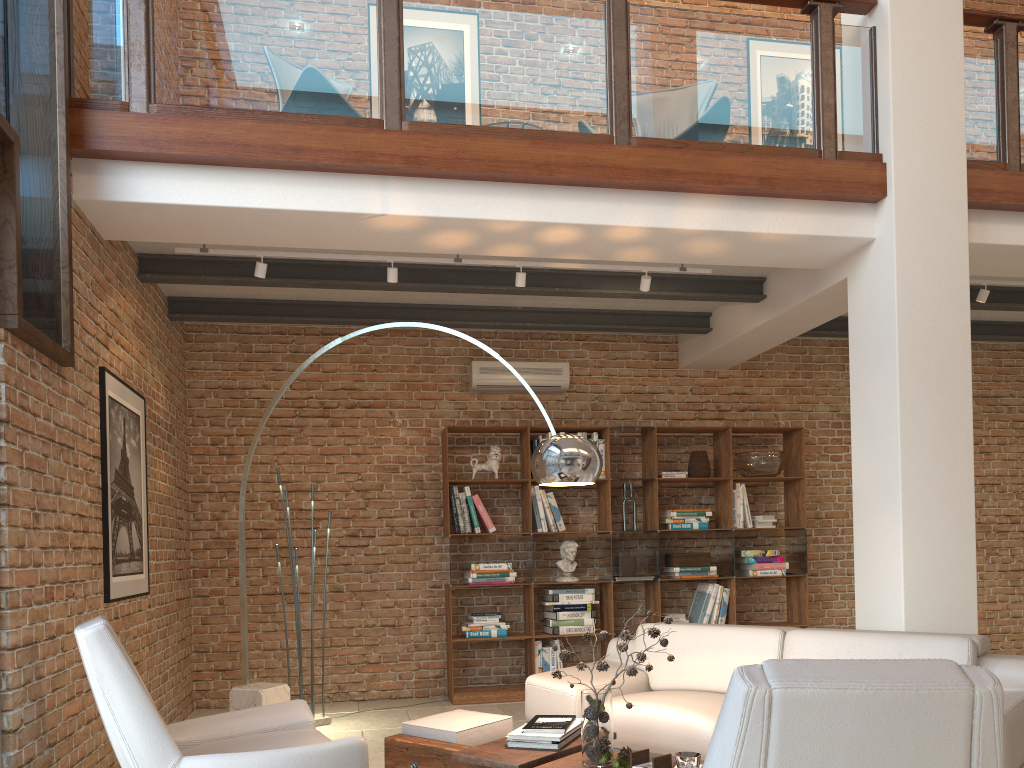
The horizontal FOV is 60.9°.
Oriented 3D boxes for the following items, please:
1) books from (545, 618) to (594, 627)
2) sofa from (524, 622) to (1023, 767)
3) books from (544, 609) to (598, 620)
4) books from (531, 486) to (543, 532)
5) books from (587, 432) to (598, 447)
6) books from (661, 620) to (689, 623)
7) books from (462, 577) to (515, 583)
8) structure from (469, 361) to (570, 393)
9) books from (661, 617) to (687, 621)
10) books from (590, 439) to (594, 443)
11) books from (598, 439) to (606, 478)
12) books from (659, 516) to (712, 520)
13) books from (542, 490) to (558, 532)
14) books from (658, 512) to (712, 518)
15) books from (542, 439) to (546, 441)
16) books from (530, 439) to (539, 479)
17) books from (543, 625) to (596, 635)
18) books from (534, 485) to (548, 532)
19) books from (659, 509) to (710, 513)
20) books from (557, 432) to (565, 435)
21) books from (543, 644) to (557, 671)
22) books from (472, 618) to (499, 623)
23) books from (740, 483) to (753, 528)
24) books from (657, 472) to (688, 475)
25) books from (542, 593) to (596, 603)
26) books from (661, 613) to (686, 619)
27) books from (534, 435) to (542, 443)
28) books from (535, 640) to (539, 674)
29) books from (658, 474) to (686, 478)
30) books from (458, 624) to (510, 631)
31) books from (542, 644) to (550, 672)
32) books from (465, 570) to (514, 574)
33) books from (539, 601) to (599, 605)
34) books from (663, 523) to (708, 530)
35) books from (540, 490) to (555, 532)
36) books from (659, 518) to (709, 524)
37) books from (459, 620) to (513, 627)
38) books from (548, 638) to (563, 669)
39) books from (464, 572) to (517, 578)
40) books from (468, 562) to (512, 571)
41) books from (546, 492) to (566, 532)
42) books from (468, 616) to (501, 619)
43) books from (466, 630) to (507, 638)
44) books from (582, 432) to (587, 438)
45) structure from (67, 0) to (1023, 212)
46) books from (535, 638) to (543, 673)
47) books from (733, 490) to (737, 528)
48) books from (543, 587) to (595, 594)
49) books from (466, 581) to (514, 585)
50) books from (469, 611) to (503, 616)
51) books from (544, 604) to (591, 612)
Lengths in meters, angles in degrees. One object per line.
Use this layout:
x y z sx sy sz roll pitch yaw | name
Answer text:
0.464 1.954 7.176 0.362 0.055 0.287 0 -10 -9 | books
1.300 1.638 4.416 2.351 0.746 1.152 -9 -11 39 | sofa
0.477 1.891 7.163 0.380 0.063 0.248 3 -11 -24 | books
0.170 1.029 7.138 0.101 0.379 0.246 -1 -3 -11 | books
0.666 0.607 7.223 0.036 0.379 0.246 -1 -3 -11 | books
1.365 2.000 7.366 0.171 0.018 0.240 2 -11 -18 | books
-0.191 1.578 7.040 0.380 0.036 0.248 2 -11 -16 | books
0.059 -0.056 7.228 0.812 0.217 0.203 1 -5 -11 | structure
1.347 1.980 7.352 0.162 0.017 0.256 1 -11 -11 | books
0.621 0.633 7.208 0.055 0.325 0.258 -1 -4 -11 | books
0.712 0.638 7.248 0.055 0.325 0.258 -1 -4 -11 | books
1.455 1.131 7.361 0.380 0.018 0.248 2 -11 -18 | books
0.282 1.047 7.155 0.124 0.344 0.275 -1 -4 -11 | books
1.458 1.103 7.353 0.380 0.036 0.248 2 -11 -17 | books
0.253 0.627 7.135 0.055 0.325 0.258 -1 -4 -11 | books
0.173 0.630 7.138 0.055 0.325 0.258 -1 -4 -11 | books
0.470 2.010 7.157 0.380 0.063 0.248 2 -10 -16 | books
0.212 1.026 7.122 0.103 0.379 0.246 -1 -3 -11 | books
1.451 1.078 7.372 0.355 0.020 0.277 1 -11 -12 | books
0.391 0.602 7.160 0.036 0.379 0.246 -1 -3 -11 | books
0.310 2.302 7.135 0.055 0.325 0.258 -1 -4 -11 | books
-0.218 1.911 7.058 0.206 0.033 0.135 1 -10 -11 | books
1.962 1.052 7.483 0.101 0.379 0.246 -1 -3 -11 | books
1.324 0.753 7.294 0.236 0.018 0.174 2 -11 -18 | books
0.468 1.754 7.181 0.380 0.063 0.248 2 -10 -17 | books
1.358 1.955 7.359 0.132 0.033 0.209 2 -11 -16 | books
0.211 0.616 7.144 0.021 0.355 0.275 -1 -4 -11 | books
0.172 2.274 7.107 0.036 0.379 0.246 -1 -3 -11 | books
1.331 0.778 7.288 0.206 0.033 0.135 1 -10 -11 | books
-0.229 1.962 7.042 0.379 0.036 0.248 1 -11 -11 | books
0.253 2.303 7.130 0.057 0.326 0.258 -1 -4 -11 | books
-0.186 1.516 7.055 0.355 0.020 0.277 1 -11 -12 | books
0.464 1.793 7.162 0.444 0.020 0.277 1 -11 -11 | books
1.462 1.205 7.363 0.326 0.055 0.259 -1 -10 -1 | books
0.263 1.045 7.142 0.124 0.344 0.275 -1 -4 -11 | books
1.439 1.160 7.368 0.379 0.036 0.248 1 -11 -11 | books
-0.212 1.933 7.035 0.380 0.018 0.248 2 -11 -18 | books
0.366 2.280 7.168 0.079 0.380 0.246 -1 -3 -11 | books
-0.180 1.540 7.035 0.380 0.036 0.248 2 -11 -17 | books
-0.179 1.477 7.054 0.326 0.055 0.259 0 -10 -8 | books
0.332 1.054 7.150 0.158 0.325 0.258 -1 -4 -11 | books
-0.226 1.886 7.064 0.236 0.018 0.174 2 -11 -18 | books
-0.206 2.006 7.038 0.326 0.055 0.259 -1 -10 -1 | books
0.574 0.606 7.205 0.036 0.379 0.246 -1 -3 -11 | books
3.545 -0.759 0.946 10.151 4.077 14.099 0 -10 -11 | structure
0.205 2.278 7.130 0.036 0.379 0.246 -1 -3 -11 | books
1.838 1.073 7.436 0.055 0.325 0.258 -1 -4 -11 | books
0.463 1.703 7.176 0.379 0.036 0.248 1 -11 -11 | books
-0.183 1.608 7.048 0.355 0.020 0.277 1 -11 -11 | books
-0.214 1.857 7.046 0.252 0.017 0.165 1 -11 -11 | books
0.451 1.829 7.146 0.326 0.055 0.259 2 -11 -16 | books
